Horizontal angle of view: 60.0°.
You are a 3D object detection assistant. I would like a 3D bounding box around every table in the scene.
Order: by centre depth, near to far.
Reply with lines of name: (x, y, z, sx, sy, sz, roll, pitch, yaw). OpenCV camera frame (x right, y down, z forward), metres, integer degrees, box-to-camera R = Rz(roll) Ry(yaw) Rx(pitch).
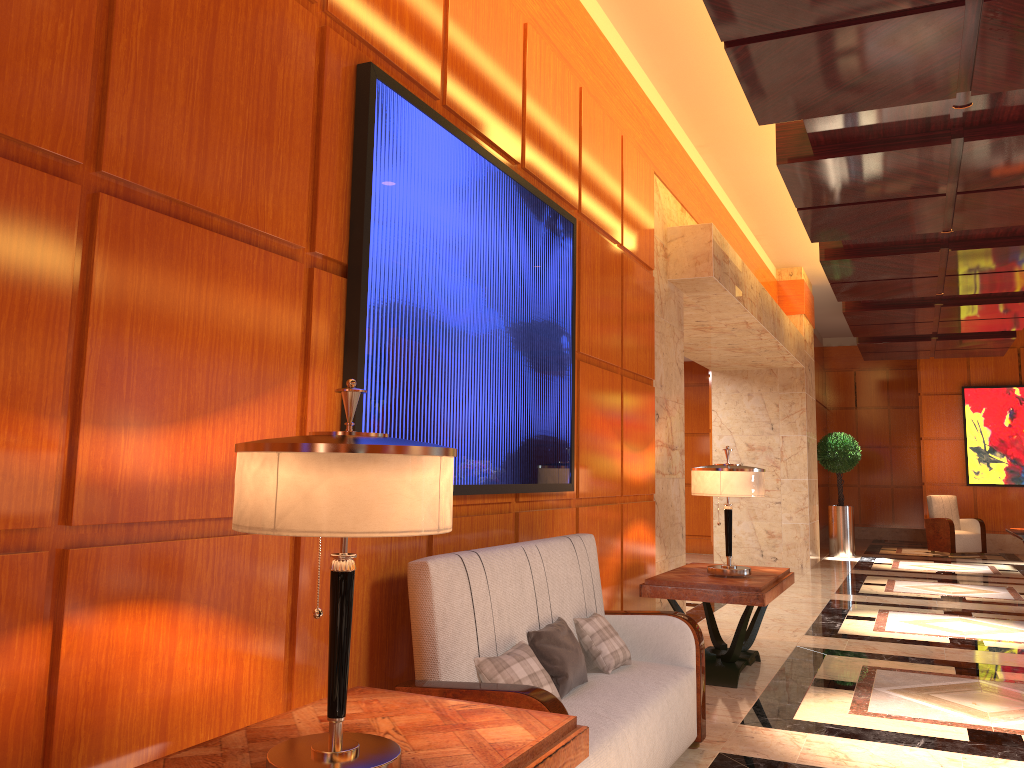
table: (-0.398, 1.105, 1.828, 0.725, 0.610, 1.265, -2, -7, 25)
table: (1.343, 1.515, 5.633, 0.725, 0.610, 1.265, -2, -7, 25)
table: (5.393, 1.740, 7.880, 1.599, 0.749, 1.593, -2, -7, 24)
table: (7.730, 2.349, 12.507, 1.167, 0.537, 0.722, -2, -7, 24)

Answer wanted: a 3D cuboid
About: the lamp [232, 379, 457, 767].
lamp: (-0.350, 0.384, 1.837, 0.458, 0.798, 0.456, 3, -8, -14)

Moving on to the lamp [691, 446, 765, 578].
lamp: (1.363, 0.795, 5.580, 0.458, 0.814, 0.457, -4, -9, 33)

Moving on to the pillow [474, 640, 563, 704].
pillow: (0.025, 1.027, 3.031, 0.195, 0.228, 0.343, -3, -7, 29)

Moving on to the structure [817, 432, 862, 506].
structure: (5.231, 1.609, 14.158, 0.721, 1.722, 0.718, 1, -8, 2)

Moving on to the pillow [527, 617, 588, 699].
pillow: (0.179, 1.061, 3.435, 0.160, 0.254, 0.356, -2, -7, 21)

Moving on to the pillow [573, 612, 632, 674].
pillow: (0.395, 1.118, 3.822, 0.202, 0.231, 0.272, -2, -7, 27)

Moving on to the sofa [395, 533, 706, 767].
sofa: (0.249, 1.100, 3.419, 0.612, 0.937, 1.791, -2, -7, 25)

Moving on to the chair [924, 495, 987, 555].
chair: (7.422, 2.358, 14.885, 0.737, 0.966, 0.626, 3, -8, -16)

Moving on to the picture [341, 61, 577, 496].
picture: (-0.102, -0.265, 3.789, 0.056, 1.460, 1.988, -3, -7, 24)

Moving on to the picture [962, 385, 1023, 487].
picture: (8.854, 0.886, 15.158, 1.995, 1.746, 0.056, -2, -8, 24)
